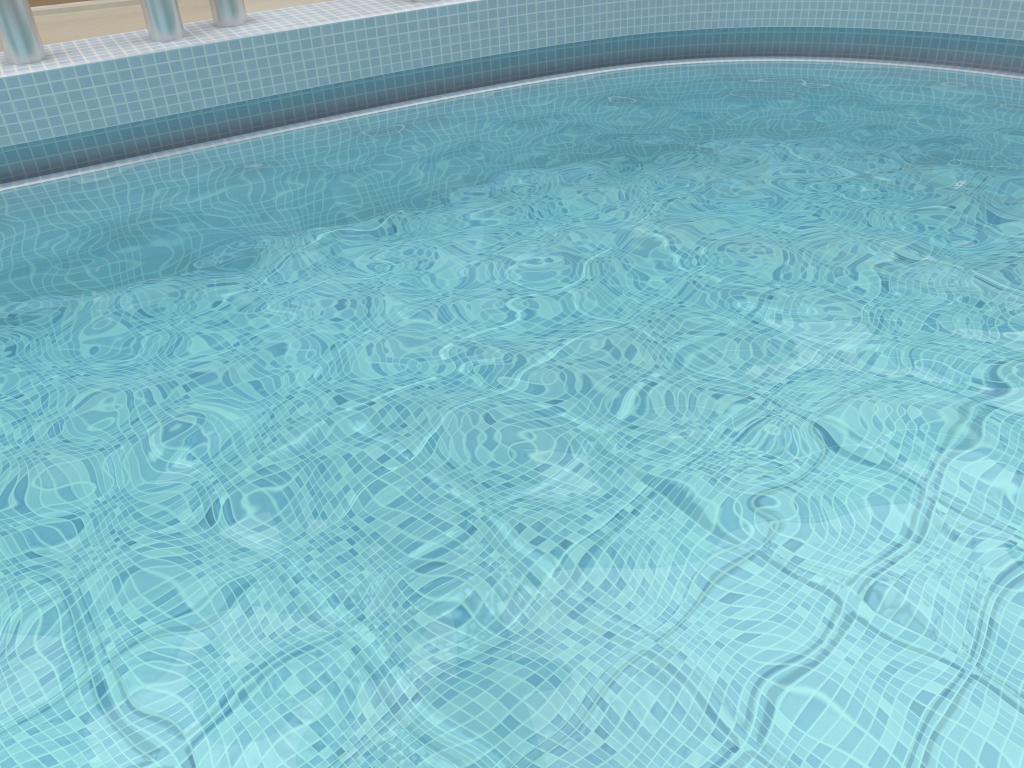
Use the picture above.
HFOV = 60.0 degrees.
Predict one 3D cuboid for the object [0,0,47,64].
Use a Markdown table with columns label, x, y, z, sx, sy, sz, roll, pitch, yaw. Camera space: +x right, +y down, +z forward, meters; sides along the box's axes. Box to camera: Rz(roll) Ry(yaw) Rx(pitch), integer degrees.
| label | x | y | z | sx | sy | sz | roll | pitch | yaw |
| --- | --- | --- | --- | --- | --- | --- | --- | --- | --- |
| object | -1.529 | -1.101 | 2.734 | 0.115 | 0.194 | 0.115 | 11 | 37 | 20 |

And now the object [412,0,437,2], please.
| label | x | y | z | sx | sy | sz | roll | pitch | yaw |
| --- | --- | --- | --- | --- | --- | --- | --- | --- | --- |
| object | -0.317 | -1.466 | 3.243 | 0.115 | 0.107 | 0.115 | 16 | 39 | 26 |

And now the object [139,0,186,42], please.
| label | x | y | z | sx | sy | sz | roll | pitch | yaw |
| --- | --- | --- | --- | --- | --- | --- | --- | --- | --- |
| object | -1.152 | -1.259 | 2.882 | 0.115 | 0.254 | 0.115 | 11 | 37 | 20 |

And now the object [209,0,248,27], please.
| label | x | y | z | sx | sy | sz | roll | pitch | yaw |
| --- | --- | --- | --- | --- | --- | --- | --- | --- | --- |
| object | -0.981 | -1.302 | 3.060 | 0.115 | 0.107 | 0.115 | 16 | 39 | 26 |
